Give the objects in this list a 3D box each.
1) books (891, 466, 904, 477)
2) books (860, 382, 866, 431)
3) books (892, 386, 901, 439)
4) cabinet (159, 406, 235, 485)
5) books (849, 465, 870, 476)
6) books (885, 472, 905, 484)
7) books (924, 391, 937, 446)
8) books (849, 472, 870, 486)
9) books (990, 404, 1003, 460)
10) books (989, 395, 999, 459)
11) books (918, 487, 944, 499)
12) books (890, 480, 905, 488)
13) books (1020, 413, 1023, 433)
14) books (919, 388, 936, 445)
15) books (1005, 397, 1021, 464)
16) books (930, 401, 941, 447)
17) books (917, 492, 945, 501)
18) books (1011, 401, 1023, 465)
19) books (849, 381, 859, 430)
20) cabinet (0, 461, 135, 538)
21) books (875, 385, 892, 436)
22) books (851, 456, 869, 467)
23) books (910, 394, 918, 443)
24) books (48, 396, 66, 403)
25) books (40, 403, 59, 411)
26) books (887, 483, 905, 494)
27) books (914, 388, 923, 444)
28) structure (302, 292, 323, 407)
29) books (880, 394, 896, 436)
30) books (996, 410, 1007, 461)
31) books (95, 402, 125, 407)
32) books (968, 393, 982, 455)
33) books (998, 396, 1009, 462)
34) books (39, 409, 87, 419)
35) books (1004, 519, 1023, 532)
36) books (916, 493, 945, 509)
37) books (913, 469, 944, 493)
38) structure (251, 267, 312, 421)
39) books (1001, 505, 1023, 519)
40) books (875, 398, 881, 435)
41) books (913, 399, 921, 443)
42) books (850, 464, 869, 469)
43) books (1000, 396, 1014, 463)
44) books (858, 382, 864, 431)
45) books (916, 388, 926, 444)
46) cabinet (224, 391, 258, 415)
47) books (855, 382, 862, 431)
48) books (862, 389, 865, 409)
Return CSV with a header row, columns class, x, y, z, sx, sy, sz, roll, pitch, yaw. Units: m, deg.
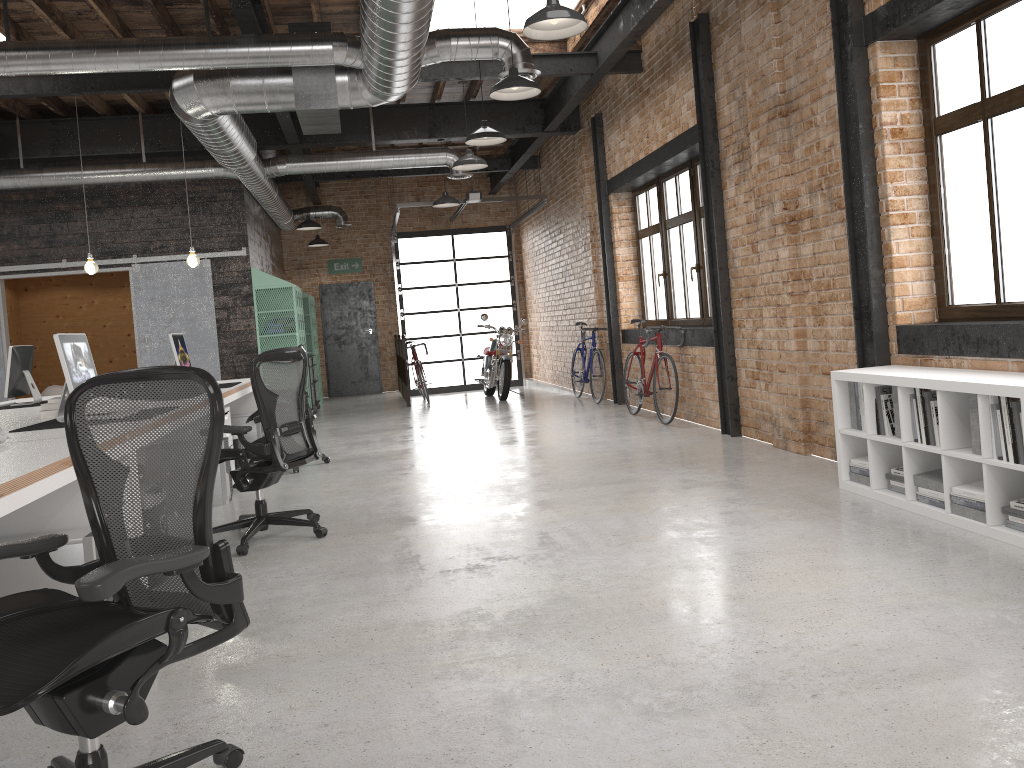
class,x,y,z,sx,sy,sz,roll,pitch,yaw
books,2.150,0.456,4.654,0.199,0.054,0.240,-5,4,-8
books,2.092,0.121,4.961,0.259,0.304,0.040,-5,1,-4
books,2.139,0.116,4.642,0.259,0.351,0.065,-5,1,-4
cabinet,-2.363,0.529,6.666,0.460,0.647,0.388,-5,2,-9
books,2.062,0.472,4.973,0.207,0.067,0.275,-5,4,-9
books,2.153,0.487,4.680,0.222,0.055,0.282,-5,4,-9
books,2.154,0.169,4.355,0.222,0.282,0.061,-5,1,-4
books,2.072,0.521,4.983,0.217,0.072,0.290,-5,4,-9
books,2.200,0.210,3.866,0.182,0.262,0.057,-5,1,-4
books,2.238,0.183,3.908,0.259,0.304,0.040,-5,1,-4
books,2.168,0.518,4.349,0.214,0.046,0.252,-5,4,-9
books,2.134,0.518,4.665,0.164,0.047,0.239,-5,4,-9
books,2.241,0.230,3.701,0.197,0.240,0.058,-5,1,-4
books,2.165,0.130,4.388,0.272,0.354,0.063,-5,1,-4
books,2.249,0.167,3.769,0.272,0.354,0.063,-5,1,-4
books,2.157,0.193,4.320,0.197,0.240,0.058,-5,1,-4
books,2.169,0.535,4.353,0.219,0.034,0.260,-5,4,-9
books,2.237,0.206,3.736,0.222,0.282,0.061,-5,1,-4
books,2.076,0.090,5.076,0.259,0.351,0.065,-5,1,-4
cabinet,-1.885,0.695,3.741,0.460,0.647,0.388,-5,2,-9
books,2.091,0.144,4.789,0.222,0.282,0.061,-5,1,-4
books,2.063,0.428,4.961,0.214,0.051,0.252,-5,4,-9
books,2.117,0.174,4.485,0.182,0.262,0.057,-5,1,-4
books,-2.799,0.094,5.543,0.153,0.030,0.185,-6,4,-11
books,-2.781,0.124,5.545,0.193,0.044,0.258,-4,4,8
books,2.142,0.545,4.680,0.184,0.049,0.262,-5,4,-9
books,2.155,0.127,4.441,0.258,0.354,0.049,-5,1,-4
structure,-3.575,-0.686,15.007,0.557,2.098,1.119,-5,2,-9
books,2.094,0.168,4.754,0.197,0.240,0.058,-5,1,-4
books,2.199,0.224,3.835,0.162,0.240,0.054,-5,1,-4
books,-2.904,0.146,6.285,0.243,0.019,0.206,-3,5,28
books,2.222,0.152,4.023,0.259,0.351,0.065,-5,1,-4
books,2.239,0.164,3.822,0.258,0.354,0.049,-5,1,-4
books,-2.797,0.174,5.527,0.200,0.050,0.272,-6,4,-12
books,2.268,0.599,3.768,0.184,0.049,0.262,-5,4,-9
books,2.167,0.561,4.362,0.207,0.061,0.274,-5,4,-9
books,2.166,0.480,4.367,0.217,0.078,0.291,-5,4,-9
structure,-3.080,-0.514,11.975,0.557,2.098,1.119,-5,2,-9
books,2.279,0.541,3.768,0.222,0.055,0.282,-5,4,-9
books,2.103,0.105,4.822,0.272,0.354,0.063,-5,1,-4
books,2.115,0.187,4.454,0.162,0.240,0.054,-5,1,-4
books,2.064,0.445,4.966,0.219,0.039,0.260,-5,4,-9
books,2.244,0.166,3.799,0.259,0.352,0.070,-5,1,-4
books,2.089,0.114,4.983,0.265,0.314,0.025,-5,1,-4
books,2.161,0.129,4.418,0.259,0.352,0.070,-5,1,-4
cabinet,-2.708,0.409,8.780,0.460,0.647,0.388,-5,2,-9
books,2.079,0.104,5.014,0.249,0.333,0.060,-5,1,-4
books,2.054,0.148,4.920,0.182,0.262,0.057,-5,1,-4
